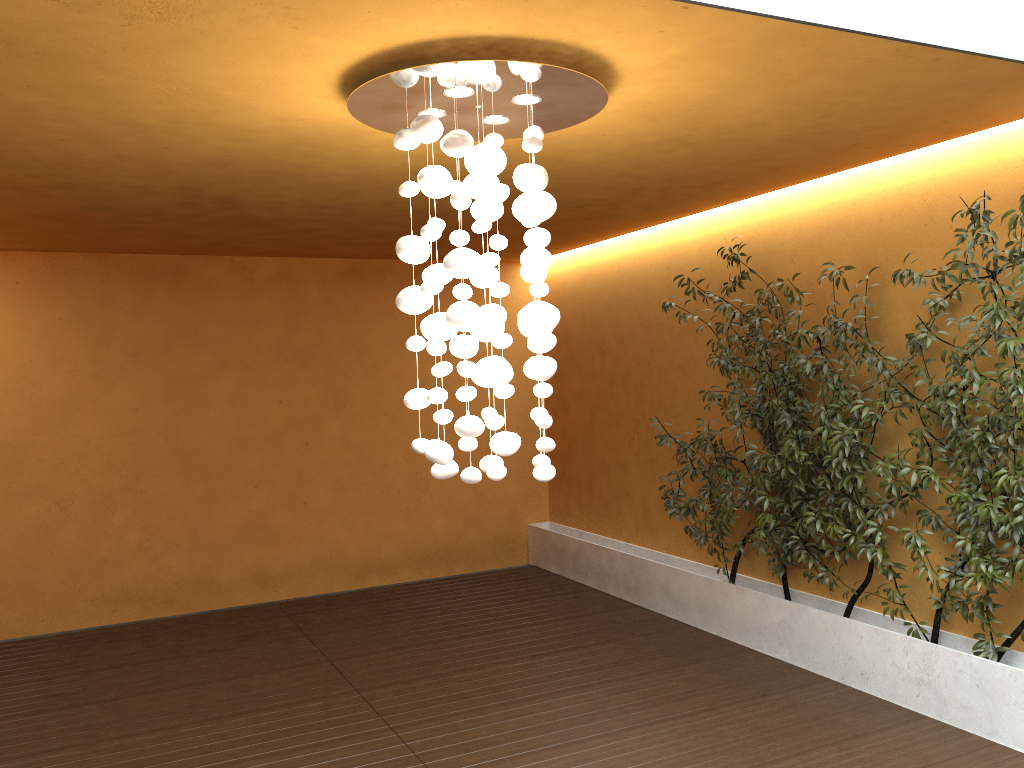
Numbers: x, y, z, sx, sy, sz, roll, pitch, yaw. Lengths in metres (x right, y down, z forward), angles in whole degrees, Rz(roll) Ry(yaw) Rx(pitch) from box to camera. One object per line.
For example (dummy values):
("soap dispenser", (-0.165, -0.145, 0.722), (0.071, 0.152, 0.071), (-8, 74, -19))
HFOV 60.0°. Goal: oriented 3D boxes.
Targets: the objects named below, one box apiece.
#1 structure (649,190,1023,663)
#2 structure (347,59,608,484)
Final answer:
("structure", (1.845, 0.248, 5.125), (0.622, 2.483, 3.166), (-3, 1, -27))
("structure", (-0.103, -0.381, 3.447), (1.002, 1.529, 1.002), (-2, 1, 23))
